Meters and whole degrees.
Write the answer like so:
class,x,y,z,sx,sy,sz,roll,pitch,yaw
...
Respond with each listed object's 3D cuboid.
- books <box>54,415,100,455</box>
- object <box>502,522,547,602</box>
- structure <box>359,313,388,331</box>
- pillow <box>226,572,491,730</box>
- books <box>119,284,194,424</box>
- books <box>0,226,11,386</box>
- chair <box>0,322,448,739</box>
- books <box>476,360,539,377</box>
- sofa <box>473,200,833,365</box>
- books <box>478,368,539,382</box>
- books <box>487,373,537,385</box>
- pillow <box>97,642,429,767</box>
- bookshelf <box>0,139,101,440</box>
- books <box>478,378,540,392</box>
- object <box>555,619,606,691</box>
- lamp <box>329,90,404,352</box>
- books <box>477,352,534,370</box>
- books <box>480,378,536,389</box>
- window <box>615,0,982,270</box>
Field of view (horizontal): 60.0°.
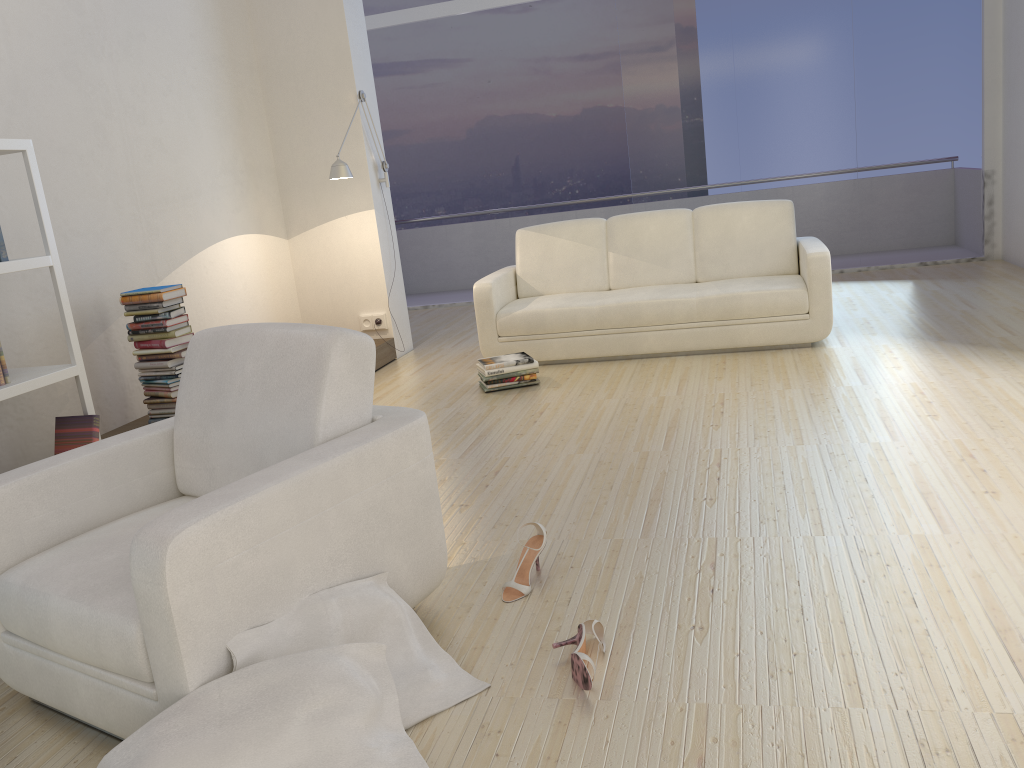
class,x,y,z,sx,sy,sz,roll,pitch,yaw
books,-2.051,0.378,3.339,0.274,0.281,1.125,-2,14,22
object,0.033,0.519,2.631,0.089,0.149,0.265,0,14,28
structure,-1.011,-0.450,6.459,0.206,0.114,0.028,-4,13,15
pillow,-0.382,0.646,1.971,0.312,0.315,0.615,4,17,41
books,-1.754,-0.148,4.540,0.329,0.694,0.270,-4,13,15
books,-2.159,-0.291,3.162,0.215,0.743,0.831,-4,13,15
chair,-0.804,0.297,2.370,0.919,0.828,0.941,2,16,34
books,-0.030,-0.106,5.213,0.319,0.038,0.247,-10,13,-13
sofa,0.905,-0.680,5.809,2.166,0.862,0.941,-4,13,15
books,-0.026,-0.074,5.220,0.328,0.027,0.247,-9,13,-9
books,-0.004,-0.050,5.226,0.287,0.025,0.247,-7,13,0
pillow,-0.521,0.751,1.736,0.712,0.287,0.299,-12,14,-21
bookshelf,-2.270,-0.105,3.045,0.465,1.396,1.599,-4,13,15
books,-0.018,-0.010,5.235,0.328,0.018,0.247,-9,13,-9
object,0.155,0.651,2.153,0.121,0.091,0.287,-4,13,14
lamp,-1.006,-1.056,6.065,0.204,1.841,0.891,-5,13,11
books,-0.040,-0.135,5.205,0.287,0.025,0.247,-9,13,-11
books,-0.026,-0.026,5.230,0.287,0.018,0.247,-9,13,-11
window,2.516,-2.341,7.865,2.988,2.706,0.012,-4,13,15
